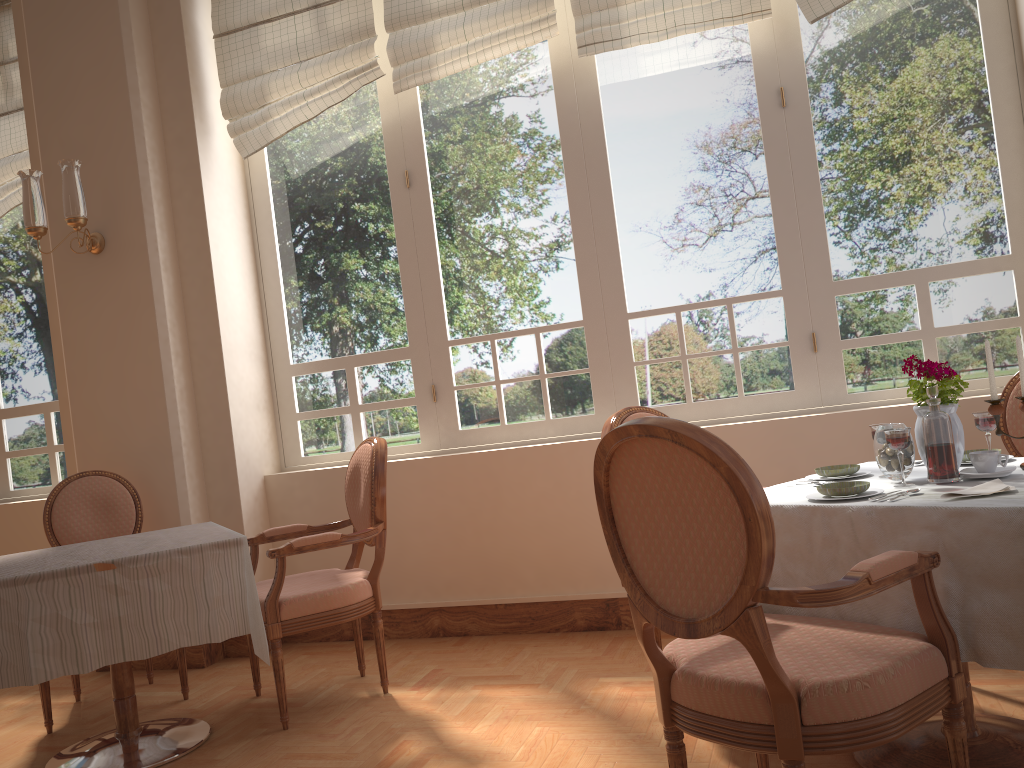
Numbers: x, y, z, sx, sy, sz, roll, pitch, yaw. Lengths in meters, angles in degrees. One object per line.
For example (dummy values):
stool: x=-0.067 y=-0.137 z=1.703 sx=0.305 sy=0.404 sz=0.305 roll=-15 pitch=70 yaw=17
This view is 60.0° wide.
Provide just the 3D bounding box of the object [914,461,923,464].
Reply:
object: x=1.156 y=0.216 z=2.478 sx=0.125 sy=0.006 sz=0.027 roll=-6 pitch=-2 yaw=-36

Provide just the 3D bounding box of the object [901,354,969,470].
object: x=1.055 y=0.071 z=2.187 sx=0.143 sy=0.302 sz=0.124 roll=-7 pitch=-1 yaw=16

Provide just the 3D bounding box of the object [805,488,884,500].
object: x=0.764 y=0.254 z=2.037 sx=0.171 sy=0.005 sz=0.171 roll=-6 pitch=-2 yaw=-35

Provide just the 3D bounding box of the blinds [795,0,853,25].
blinds: x=1.341 y=-2.079 z=3.272 sx=0.766 sy=1.376 sz=0.072 roll=-7 pitch=-1 yaw=19

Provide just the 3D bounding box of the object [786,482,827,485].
object: x=0.767 y=0.260 z=2.318 sx=0.027 sy=0.006 sz=0.126 roll=-6 pitch=-2 yaw=-36

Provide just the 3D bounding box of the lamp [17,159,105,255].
lamp: x=-1.950 y=-0.760 z=3.907 sx=0.320 sy=0.362 sz=0.274 roll=-7 pitch=-1 yaw=18

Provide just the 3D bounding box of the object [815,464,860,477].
object: x=0.882 y=0.238 z=2.402 sx=0.117 sy=0.024 sz=0.117 roll=-7 pitch=-1 yaw=-3

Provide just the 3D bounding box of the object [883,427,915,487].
object: x=0.909 y=0.172 z=2.075 sx=0.062 sy=0.135 sz=0.062 roll=-6 pitch=-1 yaw=-41

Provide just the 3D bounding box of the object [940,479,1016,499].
object: x=0.992 y=0.217 z=1.840 sx=0.234 sy=0.012 sz=0.095 roll=-6 pitch=-2 yaw=-34

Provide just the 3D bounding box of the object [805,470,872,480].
object: x=0.883 y=0.248 z=2.402 sx=0.171 sy=0.005 sz=0.171 roll=-6 pitch=-2 yaw=-41

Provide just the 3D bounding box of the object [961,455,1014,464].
object: x=1.239 y=0.202 z=2.361 sx=0.171 sy=0.005 sz=0.171 roll=-7 pitch=-2 yaw=-22

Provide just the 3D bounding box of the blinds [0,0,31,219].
blinds: x=-2.712 y=-1.534 z=4.760 sx=0.699 sy=1.376 sz=0.072 roll=-7 pitch=-1 yaw=19

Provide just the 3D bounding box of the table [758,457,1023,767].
table: x=1.057 y=0.566 z=2.160 sx=0.829 sy=0.680 sz=0.837 roll=-6 pitch=-1 yaw=-38

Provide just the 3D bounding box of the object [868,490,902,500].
object: x=0.825 y=0.245 z=1.962 sx=0.127 sy=0.004 sz=0.013 roll=-6 pitch=-2 yaw=-38

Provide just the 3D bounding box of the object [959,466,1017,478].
object: x=1.105 y=0.207 z=2.065 sx=0.119 sy=0.016 sz=0.119 roll=-8 pitch=-2 yaw=38

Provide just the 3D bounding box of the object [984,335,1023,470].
object: x=1.220 y=0.041 z=2.103 sx=0.177 sy=0.325 sz=0.059 roll=-7 pitch=-1 yaw=17

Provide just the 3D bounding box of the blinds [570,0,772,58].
blinds: x=0.559 y=-2.012 z=3.528 sx=0.774 sy=1.301 sz=0.054 roll=-7 pitch=-1 yaw=18

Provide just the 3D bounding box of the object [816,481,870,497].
object: x=0.762 y=0.244 z=2.038 sx=0.117 sy=0.024 sz=0.117 roll=-8 pitch=-2 yaw=28

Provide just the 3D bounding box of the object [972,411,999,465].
object: x=1.217 y=0.138 z=2.264 sx=0.062 sy=0.135 sz=0.062 roll=-6 pitch=-1 yaw=-41

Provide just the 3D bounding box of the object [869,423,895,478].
object: x=0.957 y=0.171 z=2.276 sx=0.062 sy=0.135 sz=0.062 roll=-6 pitch=-1 yaw=-41

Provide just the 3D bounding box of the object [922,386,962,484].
object: x=0.992 y=0.117 z=2.066 sx=0.074 sy=0.222 sz=0.074 roll=-7 pitch=-1 yaw=-3

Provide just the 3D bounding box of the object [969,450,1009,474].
object: x=1.104 y=0.183 z=2.058 sx=0.062 sy=0.049 sz=0.078 roll=-7 pitch=-1 yaw=-10

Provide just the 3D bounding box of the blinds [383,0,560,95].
blinds: x=-0.236 y=-1.939 z=3.783 sx=0.788 sy=1.235 sz=0.085 roll=-7 pitch=-1 yaw=18

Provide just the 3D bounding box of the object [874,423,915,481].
object: x=0.941 y=0.169 z=2.181 sx=0.092 sy=0.138 sz=0.093 roll=-6 pitch=-1 yaw=-44

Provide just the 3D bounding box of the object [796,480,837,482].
object: x=0.806 y=0.257 z=2.344 sx=0.013 sy=0.004 sz=0.127 roll=-6 pitch=-2 yaw=-35

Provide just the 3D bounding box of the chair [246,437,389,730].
chair: x=-0.711 y=0.690 z=3.299 sx=0.592 sy=0.931 sz=0.521 roll=-7 pitch=-1 yaw=-27

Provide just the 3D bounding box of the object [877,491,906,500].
object: x=0.836 y=0.244 z=1.944 sx=0.125 sy=0.002 sz=0.016 roll=-6 pitch=-2 yaw=-38

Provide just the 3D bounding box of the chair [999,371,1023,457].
chair: x=1.585 y=0.386 z=2.618 sx=0.592 sy=0.931 sz=0.521 roll=-6 pitch=-1 yaw=-39

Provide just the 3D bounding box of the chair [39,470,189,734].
chair: x=-1.651 y=0.815 z=3.581 sx=0.520 sy=0.931 sz=0.593 roll=-7 pitch=-1 yaw=-27

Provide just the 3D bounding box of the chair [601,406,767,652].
chair: x=0.608 y=0.511 z=2.708 sx=0.520 sy=0.931 sz=0.593 roll=-6 pitch=-1 yaw=-39

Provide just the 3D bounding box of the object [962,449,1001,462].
object: x=1.238 y=0.192 z=2.361 sx=0.117 sy=0.024 sz=0.117 roll=-6 pitch=-2 yaw=-31

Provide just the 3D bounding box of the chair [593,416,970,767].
chair: x=0.505 y=0.500 z=1.767 sx=0.592 sy=0.931 sz=0.521 roll=-6 pitch=-1 yaw=-39

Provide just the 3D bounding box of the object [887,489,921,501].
object: x=0.853 y=0.240 z=1.925 sx=0.125 sy=0.006 sz=0.027 roll=-6 pitch=-2 yaw=-39

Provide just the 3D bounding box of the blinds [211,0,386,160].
blinds: x=-1.008 y=-1.765 z=4.038 sx=0.844 sy=1.376 sz=0.072 roll=-7 pitch=-1 yaw=19

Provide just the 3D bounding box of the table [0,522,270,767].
table: x=-1.313 y=0.885 z=2.962 sx=0.829 sy=0.677 sz=0.831 roll=-7 pitch=-1 yaw=-27
